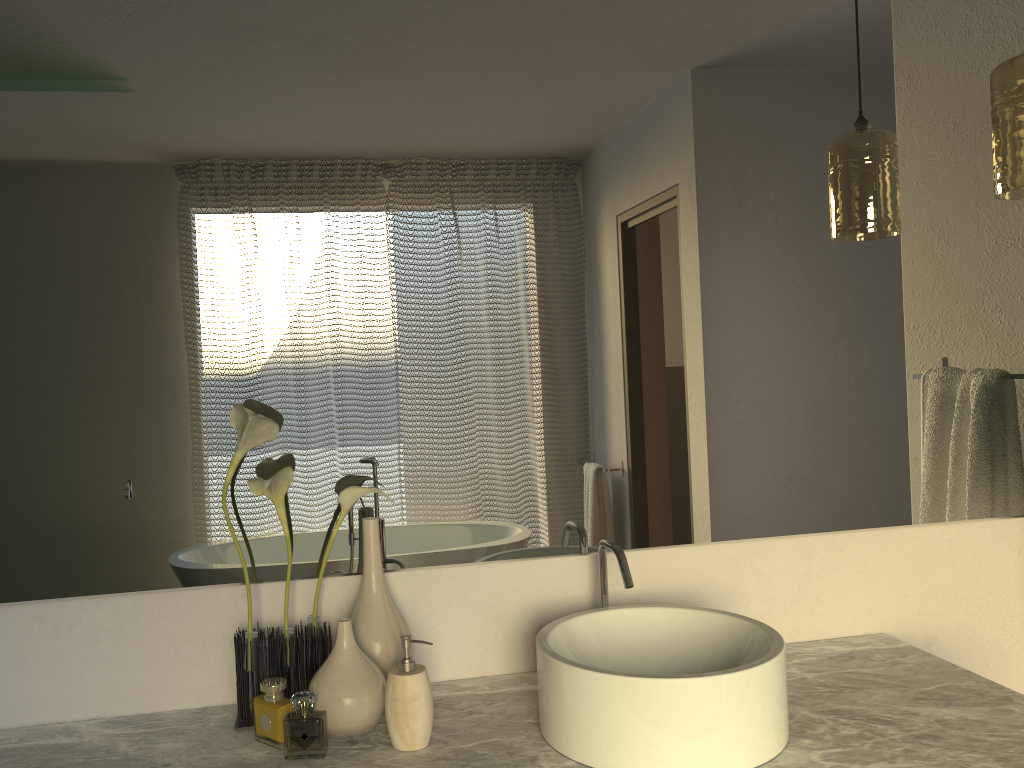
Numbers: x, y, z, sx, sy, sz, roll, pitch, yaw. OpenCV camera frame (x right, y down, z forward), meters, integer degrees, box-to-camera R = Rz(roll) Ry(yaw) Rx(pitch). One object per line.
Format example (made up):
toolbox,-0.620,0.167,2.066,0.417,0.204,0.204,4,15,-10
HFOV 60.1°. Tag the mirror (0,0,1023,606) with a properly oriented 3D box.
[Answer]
mirror,-0.873,-0.223,1.384,4.043,1.152,0.017,-3,1,-10

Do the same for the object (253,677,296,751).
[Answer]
object,-0.350,0.484,1.306,0.067,0.092,0.038,-2,1,39

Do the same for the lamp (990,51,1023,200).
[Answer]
lamp,0.851,-0.748,1.445,0.142,0.867,0.136,-2,1,31

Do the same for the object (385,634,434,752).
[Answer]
object,-0.150,0.442,1.280,0.069,0.158,0.072,-3,1,-29

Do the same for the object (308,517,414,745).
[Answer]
object,-0.236,0.372,1.381,0.122,0.305,0.237,-2,1,14

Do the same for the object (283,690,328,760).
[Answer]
object,-0.293,0.481,1.255,0.057,0.090,0.039,-3,1,-1

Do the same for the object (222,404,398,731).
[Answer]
object,-0.325,0.276,1.397,0.238,0.504,0.192,-3,1,-33

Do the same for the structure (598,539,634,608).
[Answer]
structure,0.149,0.383,1.463,0.065,0.242,0.166,-3,1,-9

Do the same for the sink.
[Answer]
sink,0.217,0.438,1.307,0.349,0.131,0.365,-3,1,-34

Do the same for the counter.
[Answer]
counter,-0.323,0.581,1.196,2.239,0.101,0.592,-3,1,-10
